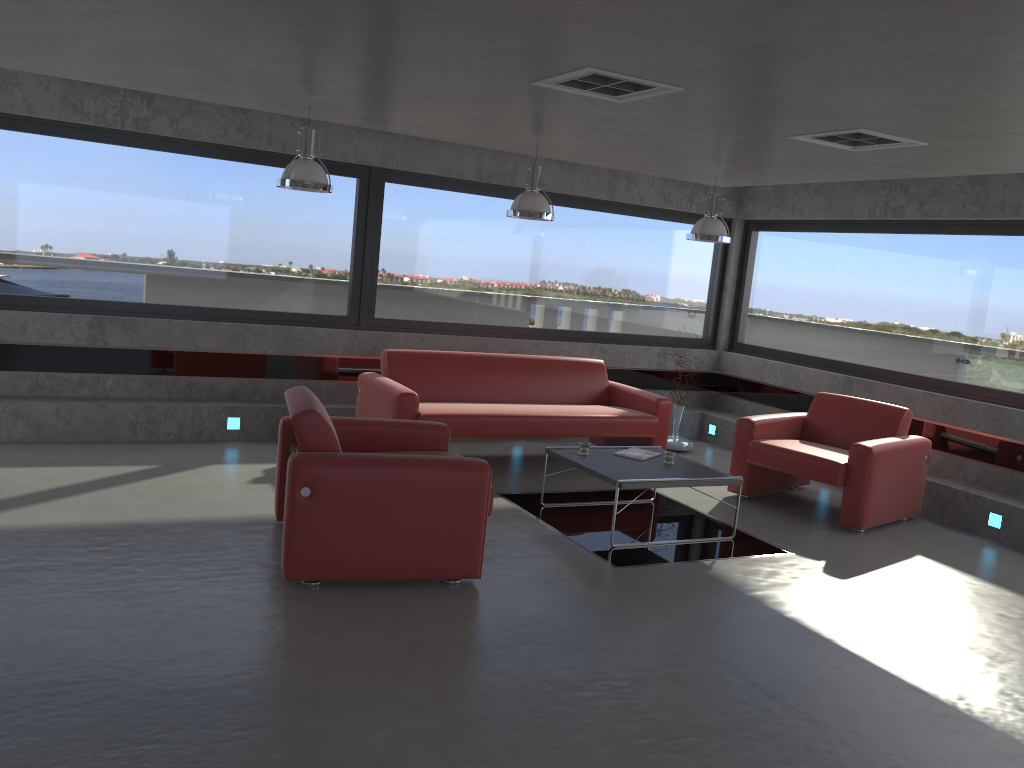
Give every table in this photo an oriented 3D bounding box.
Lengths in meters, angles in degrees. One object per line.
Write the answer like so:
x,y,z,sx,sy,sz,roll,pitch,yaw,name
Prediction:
0.886,0.758,6.234,1.018,0.436,0.994,2,9,-27,table

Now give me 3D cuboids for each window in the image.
-1.147,-1.258,8.342,7.800,1.364,0.003,2,9,-27,window
3.667,-0.742,8.083,0.003,1.364,4.583,2,9,-27,window

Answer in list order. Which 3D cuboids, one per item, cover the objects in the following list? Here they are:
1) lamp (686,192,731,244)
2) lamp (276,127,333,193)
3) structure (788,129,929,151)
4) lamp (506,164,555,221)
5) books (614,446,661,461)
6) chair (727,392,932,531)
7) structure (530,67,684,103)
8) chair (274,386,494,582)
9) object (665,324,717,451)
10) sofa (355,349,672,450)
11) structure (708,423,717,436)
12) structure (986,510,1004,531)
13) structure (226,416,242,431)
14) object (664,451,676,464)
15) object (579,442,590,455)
1.760,-1.475,7.843,0.389,0.422,0.388,0,10,-38,lamp
-1.434,-1.570,6.187,0.388,0.422,0.389,2,9,-27,lamp
2.071,-1.569,5.285,0.563,0.240,0.563,2,9,-27,structure
0.163,-1.522,7.015,0.388,0.422,0.389,2,9,-27,lamp
0.919,0.508,6.487,0.228,0.022,0.326,11,9,32,books
2.545,0.549,7.149,1.130,0.854,1.196,-1,10,-42,chair
0.483,-1.617,4.462,0.563,0.240,0.563,2,9,-27,structure
-0.735,0.503,5.061,1.130,0.854,1.196,3,8,-18,chair
1.739,0.028,9.057,0.466,1.289,0.531,4,8,-15,object
0.055,0.218,7.763,2.626,0.854,1.120,2,9,-27,sofa
2.175,0.496,9.632,0.004,0.123,0.123,2,9,-27,structure
3.665,1.036,6.728,0.004,0.123,0.123,2,9,-27,structure
-2.349,0.334,7.486,0.123,0.123,0.004,2,9,-27,structure
1.121,0.524,6.308,0.079,0.077,0.079,3,8,-19,object
0.516,0.461,6.326,0.079,0.077,0.079,-2,11,-44,object
